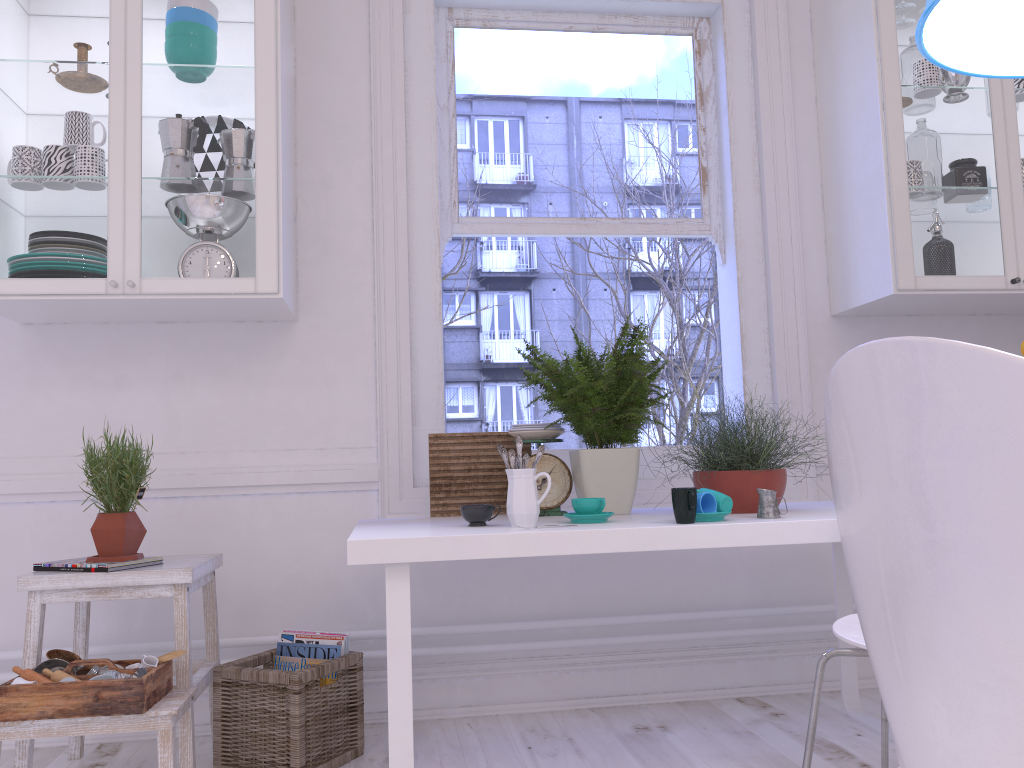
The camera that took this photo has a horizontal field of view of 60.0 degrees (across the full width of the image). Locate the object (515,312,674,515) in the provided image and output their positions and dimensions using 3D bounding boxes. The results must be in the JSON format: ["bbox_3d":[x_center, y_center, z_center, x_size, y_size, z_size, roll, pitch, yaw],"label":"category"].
[{"bbox_3d":[0.234,0.084,2.377,0.438,0.527,0.368,-1,-5,-8],"label":"object"}]

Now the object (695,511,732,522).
[{"bbox_3d":[0.435,0.298,2.002,0.121,0.021,0.121,-5,-6,32],"label":"object"}]

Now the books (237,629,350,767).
[{"bbox_3d":[-0.576,0.826,2.339,0.221,0.306,0.205,-4,-6,25],"label":"books"}]

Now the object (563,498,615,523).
[{"bbox_3d":[0.180,0.296,2.077,0.121,0.055,0.121,-5,-6,32],"label":"object"}]

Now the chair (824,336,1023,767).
[{"bbox_3d":[0.523,0.383,0.665,0.483,0.845,0.604,-1,-5,-8],"label":"chair"}]

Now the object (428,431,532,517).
[{"bbox_3d":[-0.089,0.257,2.541,0.294,0.237,0.028,-1,-5,-8],"label":"object"}]

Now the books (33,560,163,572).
[{"bbox_3d":[-1.043,0.458,2.241,0.246,0.011,0.180,-4,-6,22],"label":"books"}]

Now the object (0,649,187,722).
[{"bbox_3d":[-0.933,0.665,1.994,0.358,0.110,0.211,-1,-5,-5],"label":"object"}]

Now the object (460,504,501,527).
[{"bbox_3d":[-0.080,0.308,2.073,0.082,0.048,0.079,-7,-7,42],"label":"object"}]

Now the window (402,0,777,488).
[{"bbox_3d":[0.251,-0.557,3.100,1.234,1.782,0.181,-1,-5,-8],"label":"window"}]

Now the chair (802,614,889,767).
[{"bbox_3d":[0.808,0.450,1.501,0.604,0.845,0.483,-6,-7,37],"label":"chair"}]

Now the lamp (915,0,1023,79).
[{"bbox_3d":[0.867,-1.535,1.379,0.568,1.948,0.568,-4,-6,26],"label":"lamp"}]

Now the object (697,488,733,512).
[{"bbox_3d":[0.454,0.266,2.017,0.069,0.059,0.082,1,-6,-30],"label":"object"}]

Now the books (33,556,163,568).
[{"bbox_3d":[-1.043,0.449,2.242,0.246,0.007,0.180,-4,-6,22],"label":"books"}]

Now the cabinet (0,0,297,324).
[{"bbox_3d":[-1.080,-0.864,2.604,0.823,1.311,0.425,-1,-5,-8],"label":"cabinet"}]

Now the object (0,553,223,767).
[{"bbox_3d":[-0.975,0.725,2.192,0.418,0.534,0.599,-1,-5,-8],"label":"object"}]

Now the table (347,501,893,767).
[{"bbox_3d":[0.378,0.642,2.219,1.514,0.619,0.736,-1,-5,-8],"label":"table"}]

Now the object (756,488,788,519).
[{"bbox_3d":[0.591,0.272,2.027,0.066,0.067,0.052,-1,-5,-7],"label":"object"}]

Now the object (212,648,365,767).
[{"bbox_3d":[-0.581,0.858,2.324,0.276,0.270,0.276,-4,-6,25],"label":"object"}]

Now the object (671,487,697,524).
[{"bbox_3d":[0.376,0.265,1.933,0.055,0.077,0.070,-4,-5,18],"label":"object"}]

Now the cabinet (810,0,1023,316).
[{"bbox_3d":[1.514,-0.916,2.965,0.823,1.311,0.425,-1,-5,-8],"label":"cabinet"}]

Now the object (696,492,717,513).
[{"bbox_3d":[0.420,0.272,1.999,0.069,0.058,0.080,2,-6,-35],"label":"object"}]

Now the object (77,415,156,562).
[{"bbox_3d":[-0.996,0.260,2.256,0.196,0.367,0.186,-6,-7,37],"label":"object"}]

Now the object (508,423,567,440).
[{"bbox_3d":[0.070,0.133,2.478,0.164,0.047,0.163,-6,-7,41],"label":"object"}]

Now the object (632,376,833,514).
[{"bbox_3d":[0.604,0.166,2.322,0.668,0.367,0.531,-3,-5,17],"label":"object"}]

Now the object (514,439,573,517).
[{"bbox_3d":[0.080,0.259,2.456,0.159,0.208,0.185,-1,-5,-8],"label":"object"}]

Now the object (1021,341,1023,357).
[{"bbox_3d":[0.752,0.027,1.070,0.234,0.351,0.235,3,-7,-43],"label":"object"}]
